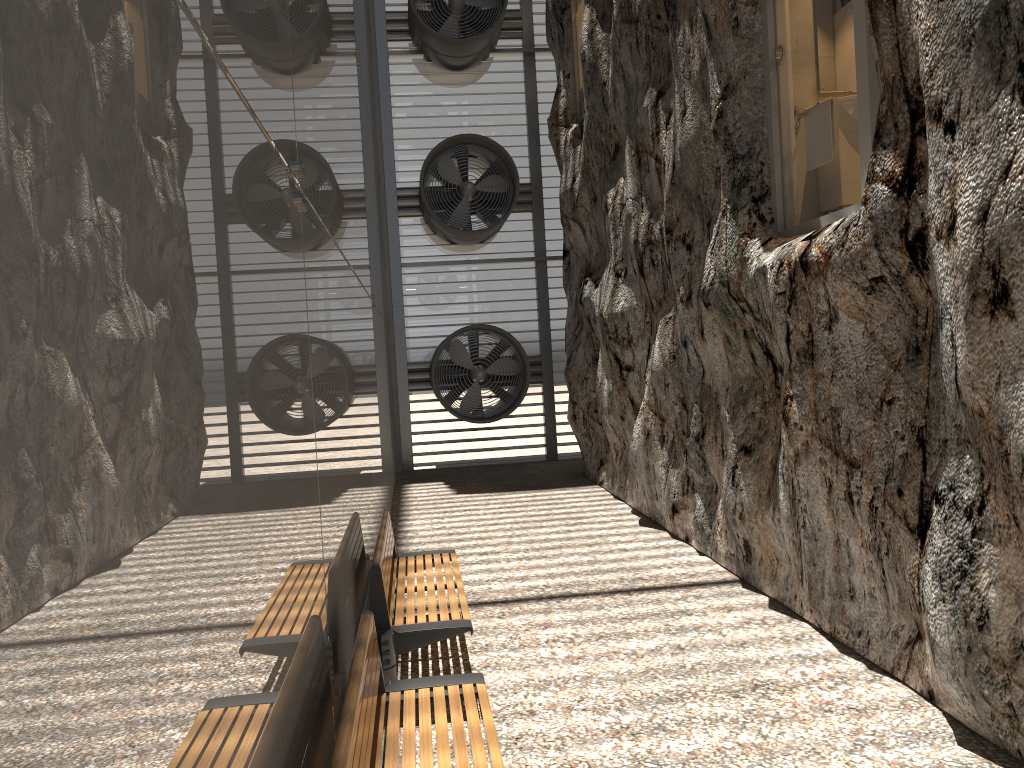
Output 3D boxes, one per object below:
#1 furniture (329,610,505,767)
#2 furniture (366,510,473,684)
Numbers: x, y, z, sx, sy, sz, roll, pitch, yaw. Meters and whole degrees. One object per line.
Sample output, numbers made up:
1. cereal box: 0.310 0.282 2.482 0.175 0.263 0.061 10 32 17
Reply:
1. furniture: -0.311 1.389 2.994 0.595 0.796 2.153 -4 2 -6
2. furniture: -0.609 1.331 5.673 0.595 0.796 2.153 -4 2 -6
